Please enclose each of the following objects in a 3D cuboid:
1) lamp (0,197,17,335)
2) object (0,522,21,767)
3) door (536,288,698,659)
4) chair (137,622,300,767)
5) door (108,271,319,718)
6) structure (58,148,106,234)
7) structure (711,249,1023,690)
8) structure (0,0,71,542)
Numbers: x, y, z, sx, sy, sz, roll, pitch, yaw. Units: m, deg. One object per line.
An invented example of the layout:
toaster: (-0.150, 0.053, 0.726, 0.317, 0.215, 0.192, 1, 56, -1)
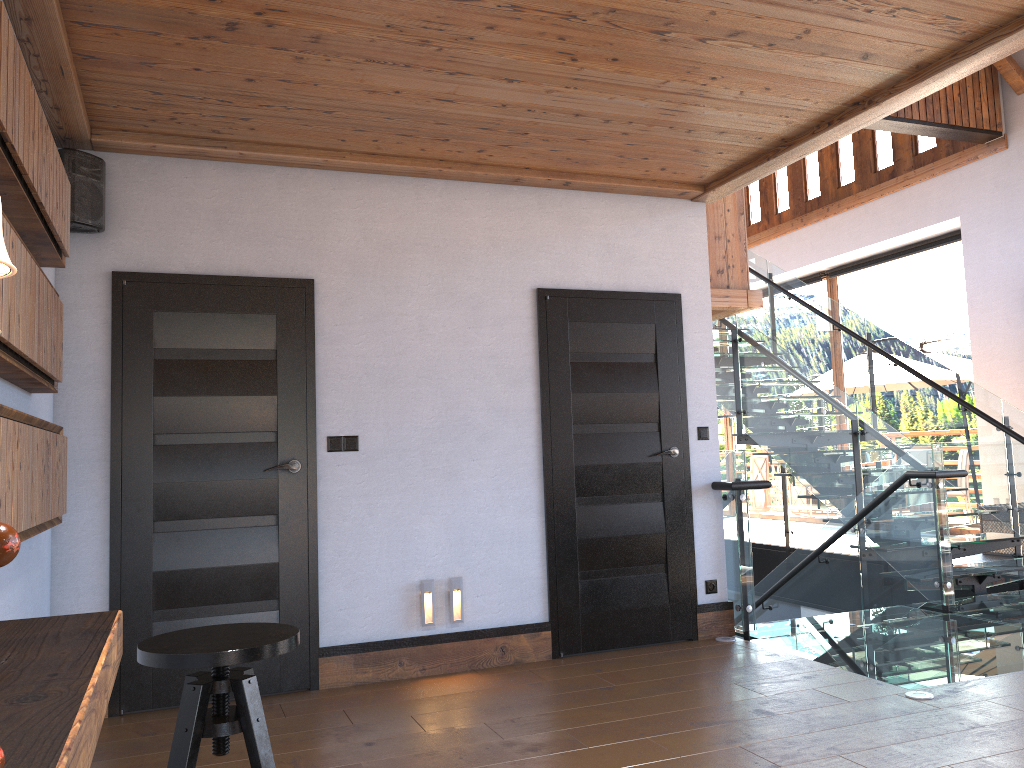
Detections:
lamp: (-1.007, 0.374, 1.131, 0.639, 1.483, 0.243, 1, -6, -30)
object: (-0.573, 0.187, 0.567, 0.520, 0.350, 0.647, -3, -5, 6)
door: (0.613, 0.480, 5.123, 0.949, 2.058, 0.142, 0, -6, -22)
chair: (-0.680, 0.960, 2.072, 0.396, 0.722, 0.389, 0, -6, -21)
door: (-1.430, 0.488, 4.306, 0.949, 2.058, 0.142, 0, -6, -22)
structure: (-2.006, -0.889, 4.106, 0.215, 0.350, 0.211, 0, -6, -21)
structure: (4.031, 1.435, 10.529, 9.287, 6.406, 10.922, 0, -5, -21)
structure: (-1.667, -0.235, 2.774, 0.323, 1.447, 1.835, 0, -5, -21)
